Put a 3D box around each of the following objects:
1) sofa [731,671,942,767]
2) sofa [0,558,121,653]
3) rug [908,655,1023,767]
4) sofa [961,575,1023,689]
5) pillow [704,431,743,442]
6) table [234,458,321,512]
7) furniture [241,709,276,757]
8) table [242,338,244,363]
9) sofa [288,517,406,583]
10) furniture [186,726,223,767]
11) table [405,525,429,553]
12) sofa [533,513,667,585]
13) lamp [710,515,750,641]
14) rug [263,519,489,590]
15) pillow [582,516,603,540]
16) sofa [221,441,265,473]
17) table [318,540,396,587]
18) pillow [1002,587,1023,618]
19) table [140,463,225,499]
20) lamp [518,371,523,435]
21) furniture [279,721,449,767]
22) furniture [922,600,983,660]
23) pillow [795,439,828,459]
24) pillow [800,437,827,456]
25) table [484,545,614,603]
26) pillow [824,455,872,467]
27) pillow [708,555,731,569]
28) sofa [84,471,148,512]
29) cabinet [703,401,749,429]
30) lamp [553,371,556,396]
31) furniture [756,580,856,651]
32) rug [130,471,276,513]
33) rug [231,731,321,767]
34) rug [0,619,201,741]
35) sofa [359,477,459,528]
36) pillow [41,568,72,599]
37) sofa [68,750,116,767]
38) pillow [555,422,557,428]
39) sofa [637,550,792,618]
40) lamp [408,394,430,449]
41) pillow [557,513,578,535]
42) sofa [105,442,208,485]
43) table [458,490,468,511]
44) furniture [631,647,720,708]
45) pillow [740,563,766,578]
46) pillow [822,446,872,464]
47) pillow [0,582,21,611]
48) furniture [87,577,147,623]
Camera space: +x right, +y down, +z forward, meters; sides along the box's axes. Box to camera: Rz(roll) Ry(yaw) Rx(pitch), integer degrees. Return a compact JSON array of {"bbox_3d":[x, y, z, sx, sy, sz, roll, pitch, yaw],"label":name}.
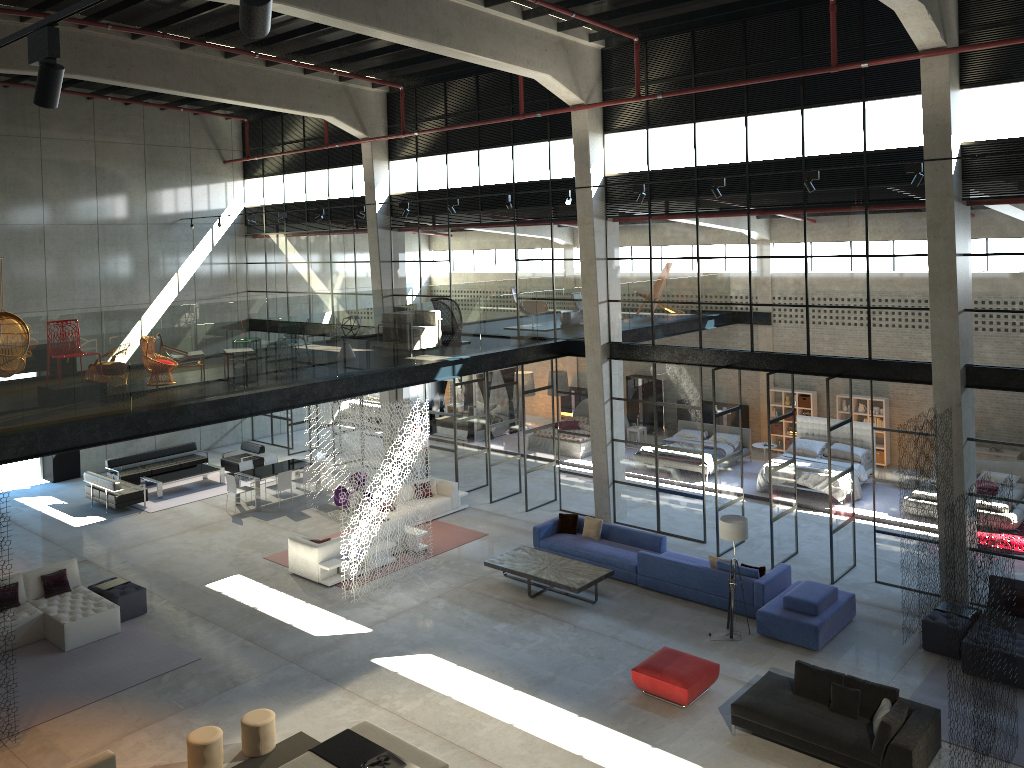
[{"bbox_3d":[3.758,3.957,10.278,2.112,0.558,1.090,6,11,41],"label":"sofa"},{"bbox_3d":[-8.169,3.739,12.894,1.829,0.865,4.186,5,11,41],"label":"sofa"},{"bbox_3d":[6.850,4.113,10.509,3.638,0.020,2.670,6,12,41],"label":"rug"},{"bbox_3d":[8.146,3.541,11.110,4.161,0.865,1.840,6,11,41],"label":"sofa"},{"bbox_3d":[5.141,1.423,23.314,1.933,0.311,0.553,6,11,41],"label":"pillow"},{"bbox_3d":[-5.619,2.394,21.098,0.902,0.754,1.817,3,9,41],"label":"table"},{"bbox_3d":[-3.054,4.198,10.572,0.400,0.399,0.404,1,6,31],"label":"furniture"},{"bbox_3d":[-4.977,-0.595,16.501,0.392,0.514,0.416,-1,4,16],"label":"table"},{"bbox_3d":[-3.116,3.069,16.729,0.950,0.666,2.155,4,10,41],"label":"sofa"},{"bbox_3d":[-3.572,4.271,10.216,0.403,0.399,0.402,-5,6,-34],"label":"furniture"},{"bbox_3d":[-2.197,3.059,17.561,1.204,0.367,0.302,6,8,41],"label":"table"},{"bbox_3d":[1.612,3.029,16.308,2.342,0.601,1.062,6,10,41],"label":"sofa"},{"bbox_3d":[3.289,2.919,13.148,0.429,1.738,0.672,-1,2,39],"label":"lamp"},{"bbox_3d":[-2.667,3.250,17.606,2.654,0.020,3.659,6,12,41],"label":"rug"},{"bbox_3d":[1.521,2.733,16.610,0.402,0.380,0.208,3,5,42],"label":"pillow"},{"bbox_3d":[-7.238,2.039,23.595,0.953,0.756,0.827,4,8,41],"label":"sofa"},{"bbox_3d":[-2.826,3.303,16.162,0.301,0.367,1.582,2,9,41],"label":"table"},{"bbox_3d":[7.299,3.162,12.630,0.414,0.343,0.237,4,6,42],"label":"pillow"},{"bbox_3d":[-8.360,2.455,22.312,0.903,0.405,1.817,5,11,41],"label":"table"},{"bbox_3d":[0.449,0.599,26.939,0.802,1.917,0.685,-2,2,-7],"label":"lamp"},{"bbox_3d":[-1.701,4.345,9.411,1.452,0.397,1.550,6,11,41],"label":"furniture"},{"bbox_3d":[6.387,3.542,12.716,0.967,0.453,0.510,-9,9,-43],"label":"furniture"},{"bbox_3d":[7.092,1.560,21.096,1.029,0.372,0.670,6,11,44],"label":"pillow"},{"bbox_3d":[7.365,1.524,21.262,1.056,0.321,0.493,6,10,41],"label":"pillow"},{"bbox_3d":[0.624,3.343,15.183,2.069,0.397,1.035,6,11,41],"label":"table"},{"bbox_3d":[7.914,1.680,20.611,0.962,0.329,0.721,6,11,42],"label":"pillow"},{"bbox_3d":[3.445,3.026,14.440,0.402,0.380,0.208,3,5,42],"label":"pillow"},{"bbox_3d":[-9.492,2.521,21.025,1.655,0.755,0.827,5,9,41],"label":"sofa"},{"bbox_3d":[5.840,1.133,25.549,2.087,1.154,0.452,5,6,41],"label":"cabinet"},{"bbox_3d":[1.487,0.582,26.848,0.802,1.917,0.685,-2,2,-7],"label":"lamp"},{"bbox_3d":[4.506,3.402,13.401,0.952,0.552,1.550,4,10,41],"label":"furniture"},{"bbox_3d":[-8.145,2.648,22.349,2.416,0.025,3.419,6,12,41],"label":"rug"},{"bbox_3d":[-2.133,4.668,8.732,3.638,0.020,2.670,6,12,41],"label":"rug"},{"bbox_3d":[-6.779,4.203,12.467,2.654,0.020,3.659,6,12,41],"label":"rug"},{"bbox_3d":[-2.223,2.644,19.199,0.944,0.665,2.164,4,10,41],"label":"sofa"},{"bbox_3d":[-7.537,3.300,14.509,0.236,0.343,0.416,1,6,40],"label":"pillow"},{"bbox_3d":[-3.875,4.400,8.471,2.341,0.718,1.062,6,10,41],"label":"sofa"},{"bbox_3d":[1.547,1.166,24.998,0.876,0.211,0.638,2,9,20],"label":"pillow"},{"bbox_3d":[3.366,3.170,14.750,2.342,0.718,1.062,6,10,41],"label":"sofa"},{"bbox_3d":[-1.943,0.751,18.171,0.441,1.097,0.440,-3,3,-40],"label":"lamp"},{"bbox_3d":[1.083,2.698,16.939,0.398,0.370,0.261,0,4,20],"label":"pillow"},{"bbox_3d":[-9.312,2.174,23.141,0.822,0.754,2.473,3,9,41],"label":"sofa"},{"bbox_3d":[-1.428,2.628,20.087,0.903,0.368,0.302,5,8,41],"label":"table"},{"bbox_3d":[2.175,3.878,11.644,0.857,0.374,0.862,5,10,41],"label":"furniture"},{"bbox_3d":[3.883,3.071,14.111,0.398,0.370,0.261,0,4,20],"label":"pillow"},{"bbox_3d":[7.857,1.595,20.556,0.982,0.290,0.697,6,11,43],"label":"pillow"},{"bbox_3d":[-8.036,3.393,13.953,0.192,0.375,0.409,1,6,41],"label":"pillow"},{"bbox_3d":[-6.622,3.608,14.715,0.961,0.453,0.513,4,8,36],"label":"furniture"}]
